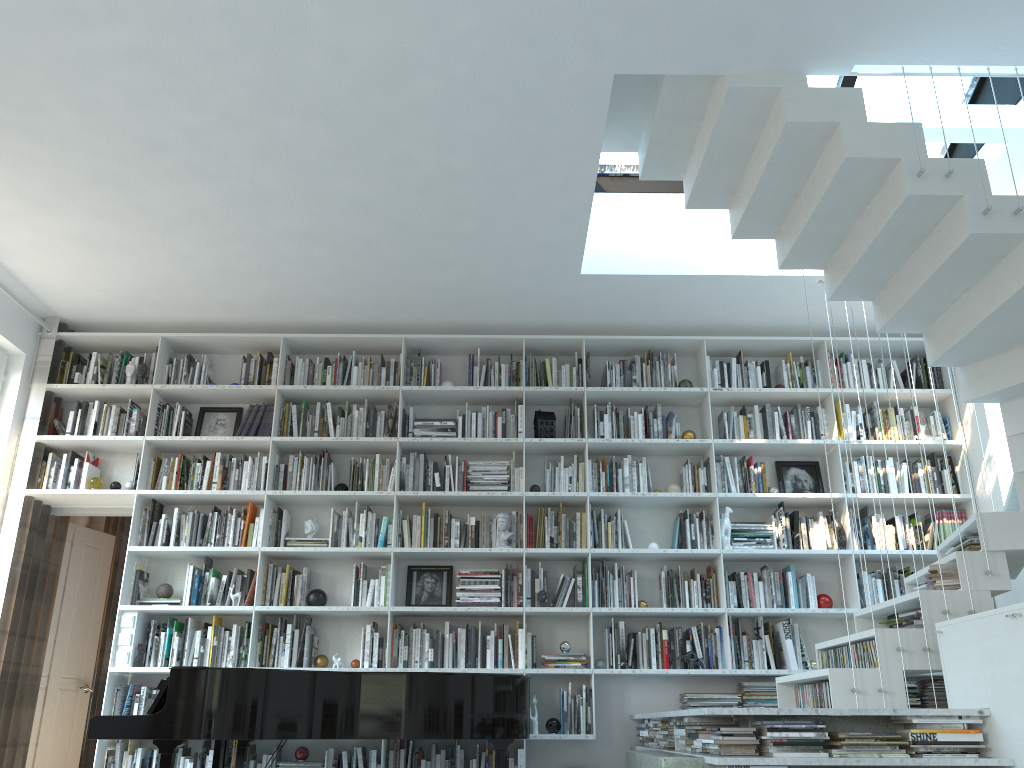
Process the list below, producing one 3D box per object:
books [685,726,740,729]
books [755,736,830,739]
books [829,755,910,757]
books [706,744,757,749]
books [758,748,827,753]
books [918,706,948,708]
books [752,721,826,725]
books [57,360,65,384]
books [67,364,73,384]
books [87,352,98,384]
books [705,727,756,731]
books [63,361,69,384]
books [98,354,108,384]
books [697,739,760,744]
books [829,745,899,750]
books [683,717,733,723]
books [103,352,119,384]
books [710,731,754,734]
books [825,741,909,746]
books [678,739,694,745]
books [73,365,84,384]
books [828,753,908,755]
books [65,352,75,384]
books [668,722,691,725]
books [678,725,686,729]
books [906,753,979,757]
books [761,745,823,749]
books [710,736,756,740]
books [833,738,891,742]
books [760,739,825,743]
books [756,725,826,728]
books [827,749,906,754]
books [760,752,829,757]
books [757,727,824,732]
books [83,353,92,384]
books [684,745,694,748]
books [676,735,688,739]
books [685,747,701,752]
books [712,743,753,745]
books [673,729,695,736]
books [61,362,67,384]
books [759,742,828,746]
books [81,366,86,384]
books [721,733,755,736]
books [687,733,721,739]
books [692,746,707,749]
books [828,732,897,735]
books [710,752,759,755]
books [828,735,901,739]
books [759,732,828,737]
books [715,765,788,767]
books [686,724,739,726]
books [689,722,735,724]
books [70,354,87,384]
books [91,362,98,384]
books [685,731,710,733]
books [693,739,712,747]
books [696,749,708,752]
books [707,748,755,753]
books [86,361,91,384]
[{"bbox_3d":[0.876,1.510,3.896,0.168,0.013,0.282,1,-21,-3],"label":"books"},{"bbox_3d":[1.111,1.409,3.534,0.260,0.009,0.153,-1,-21,2],"label":"books"},{"bbox_3d":[1.391,1.467,3.502,0.291,0.007,0.175,-1,-21,2],"label":"books"},{"bbox_3d":[0.891,1.476,3.612,0.152,0.015,0.209,1,-21,-3],"label":"books"},{"bbox_3d":[1.111,1.455,3.522,0.227,0.012,0.149,1,-21,-2],"label":"books"},{"bbox_3d":[2.730,2.017,5.530,0.327,0.008,0.208,-1,-21,2],"label":"books"},{"bbox_3d":[1.111,1.365,3.568,0.261,0.016,0.129,1,-21,-1],"label":"books"},{"bbox_3d":[-3.148,-0.032,6.230,0.014,0.218,0.189,0,-21,0],"label":"books"},{"bbox_3d":[-3.068,-0.019,6.231,0.024,0.194,0.168,0,-21,0],"label":"books"},{"bbox_3d":[-2.924,-0.058,6.251,0.028,0.282,0.190,0,-21,0],"label":"books"},{"bbox_3d":[0.894,1.415,3.634,0.149,0.014,0.229,1,-21,-2],"label":"books"},{"bbox_3d":[-3.106,-0.030,6.242,0.023,0.222,0.151,0,-21,0],"label":"books"},{"bbox_3d":[-2.861,-0.054,6.233,0.057,0.261,0.191,0,-21,0],"label":"books"},{"bbox_3d":[0.878,1.457,3.618,0.184,0.014,0.298,1,-21,-1],"label":"books"},{"bbox_3d":[1.391,1.440,3.516,0.214,0.015,0.177,0,-21,1],"label":"books"},{"bbox_3d":[0.863,1.480,3.907,0.189,0.022,0.238,-1,-21,4],"label":"books"},{"bbox_3d":[-2.813,-0.057,6.251,0.039,0.281,0.182,0,-21,0],"label":"books"},{"bbox_3d":[0.898,1.426,3.630,0.132,0.009,0.270,-1,-21,3],"label":"books"},{"bbox_3d":[1.391,1.421,3.508,0.273,0.014,0.188,2,-21,-5],"label":"books"},{"bbox_3d":[0.880,1.678,4.160,0.167,0.024,0.193,0,-21,1],"label":"books"},{"bbox_3d":[-3.017,-0.016,6.226,0.028,0.185,0.182,0,-21,0],"label":"books"},{"bbox_3d":[1.391,1.462,3.504,0.287,0.005,0.166,-1,-21,4],"label":"books"},{"bbox_3d":[-3.087,-0.062,6.245,0.014,0.285,0.175,0,-21,0],"label":"books"},{"bbox_3d":[0.861,1.603,4.188,0.192,0.014,0.257,2,-21,-4],"label":"books"},{"bbox_3d":[0.884,1.618,4.183,0.145,0.017,0.209,2,-21,-5],"label":"books"},{"bbox_3d":[1.690,1.467,3.506,0.220,0.011,0.178,1,-21,-2],"label":"books"},{"bbox_3d":[1.111,1.446,3.531,0.207,0.012,0.132,2,-21,-4],"label":"books"},{"bbox_3d":[0.902,1.445,3.623,0.137,0.012,0.243,0,-21,1],"label":"books"},{"bbox_3d":[1.391,1.418,3.533,0.179,0.010,0.160,0,-21,2],"label":"books"},{"bbox_3d":[1.111,1.418,3.527,0.210,0.012,0.169,0,-21,1],"label":"books"},{"bbox_3d":[1.111,1.368,3.545,0.228,0.009,0.159,2,-21,-4],"label":"books"},{"bbox_3d":[1.391,1.460,3.526,0.293,0.014,0.134,1,-21,-3],"label":"books"},{"bbox_3d":[1.111,1.463,3.503,0.216,0.015,0.178,1,-21,-2],"label":"books"},{"bbox_3d":[1.111,1.384,3.548,0.221,0.018,0.155,0,-21,1],"label":"books"},{"bbox_3d":[-2.967,-0.057,6.251,0.010,0.280,0.161,0,-21,0],"label":"books"},{"bbox_3d":[0.897,1.695,4.154,0.136,0.013,0.259,0,-21,0],"label":"books"},{"bbox_3d":[0.868,1.660,4.167,0.178,0.015,0.188,-1,-21,4],"label":"books"},{"bbox_3d":[0.888,1.709,4.149,0.132,0.016,0.263,-1,-21,4],"label":"books"},{"bbox_3d":[0.898,1.466,3.615,0.134,0.006,0.228,-1,-21,3],"label":"books"},{"bbox_3d":[0.874,1.639,4.175,0.174,0.029,0.251,1,-21,-2],"label":"books"},{"bbox_3d":[-3.129,-0.029,6.252,0.024,0.227,0.130,0,-21,0],"label":"books"},{"bbox_3d":[1.111,1.426,3.513,0.215,0.013,0.190,1,-21,-1],"label":"books"},{"bbox_3d":[-2.987,-0.011,6.251,0.031,0.195,0.145,0,-21,0],"label":"books"},{"bbox_3d":[0.924,1.435,3.627,0.091,0.011,0.190,1,-21,-2],"label":"books"},{"bbox_3d":[0.879,1.542,3.884,0.177,0.026,0.231,0,-21,0],"label":"books"},{"bbox_3d":[0.882,1.584,3.868,0.154,0.007,0.294,-1,-21,2],"label":"books"},{"bbox_3d":[1.391,1.392,3.530,0.203,0.011,0.174,2,-21,-5],"label":"books"},{"bbox_3d":[0.901,1.500,3.603,0.144,0.009,0.250,0,-21,0],"label":"books"},{"bbox_3d":[1.391,1.405,3.532,0.245,0.013,0.173,1,-21,-1],"label":"books"},{"bbox_3d":[1.111,1.390,3.518,0.230,0.015,0.190,-1,-21,4],"label":"books"},{"bbox_3d":[0.907,1.466,3.377,0.234,0.025,0.158,2,-21,-5],"label":"books"},{"bbox_3d":[0.877,1.501,3.899,0.171,0.007,0.261,1,-21,-2],"label":"books"},{"bbox_3d":[0.877,1.494,3.902,0.170,0.008,0.209,-1,-21,2],"label":"books"},{"bbox_3d":[-3.043,-0.055,6.240,0.025,0.268,0.178,0,-21,0],"label":"books"},{"bbox_3d":[-2.895,-0.025,6.228,0.030,0.205,0.176,0,-21,0],"label":"books"},{"bbox_3d":[0.874,1.525,3.890,0.187,0.009,0.251,0,-21,0],"label":"books"},{"bbox_3d":[0.888,1.567,3.874,0.155,0.028,0.190,0,-21,1],"label":"books"},{"bbox_3d":[0.886,1.596,3.863,0.142,0.020,0.231,-1,-21,4],"label":"books"},{"bbox_3d":[0.885,1.489,3.607,0.161,0.014,0.213,-1,-21,3],"label":"books"},{"bbox_3d":[-2.950,-0.028,6.250,0.024,0.226,0.158,0,-21,0],"label":"books"}]
